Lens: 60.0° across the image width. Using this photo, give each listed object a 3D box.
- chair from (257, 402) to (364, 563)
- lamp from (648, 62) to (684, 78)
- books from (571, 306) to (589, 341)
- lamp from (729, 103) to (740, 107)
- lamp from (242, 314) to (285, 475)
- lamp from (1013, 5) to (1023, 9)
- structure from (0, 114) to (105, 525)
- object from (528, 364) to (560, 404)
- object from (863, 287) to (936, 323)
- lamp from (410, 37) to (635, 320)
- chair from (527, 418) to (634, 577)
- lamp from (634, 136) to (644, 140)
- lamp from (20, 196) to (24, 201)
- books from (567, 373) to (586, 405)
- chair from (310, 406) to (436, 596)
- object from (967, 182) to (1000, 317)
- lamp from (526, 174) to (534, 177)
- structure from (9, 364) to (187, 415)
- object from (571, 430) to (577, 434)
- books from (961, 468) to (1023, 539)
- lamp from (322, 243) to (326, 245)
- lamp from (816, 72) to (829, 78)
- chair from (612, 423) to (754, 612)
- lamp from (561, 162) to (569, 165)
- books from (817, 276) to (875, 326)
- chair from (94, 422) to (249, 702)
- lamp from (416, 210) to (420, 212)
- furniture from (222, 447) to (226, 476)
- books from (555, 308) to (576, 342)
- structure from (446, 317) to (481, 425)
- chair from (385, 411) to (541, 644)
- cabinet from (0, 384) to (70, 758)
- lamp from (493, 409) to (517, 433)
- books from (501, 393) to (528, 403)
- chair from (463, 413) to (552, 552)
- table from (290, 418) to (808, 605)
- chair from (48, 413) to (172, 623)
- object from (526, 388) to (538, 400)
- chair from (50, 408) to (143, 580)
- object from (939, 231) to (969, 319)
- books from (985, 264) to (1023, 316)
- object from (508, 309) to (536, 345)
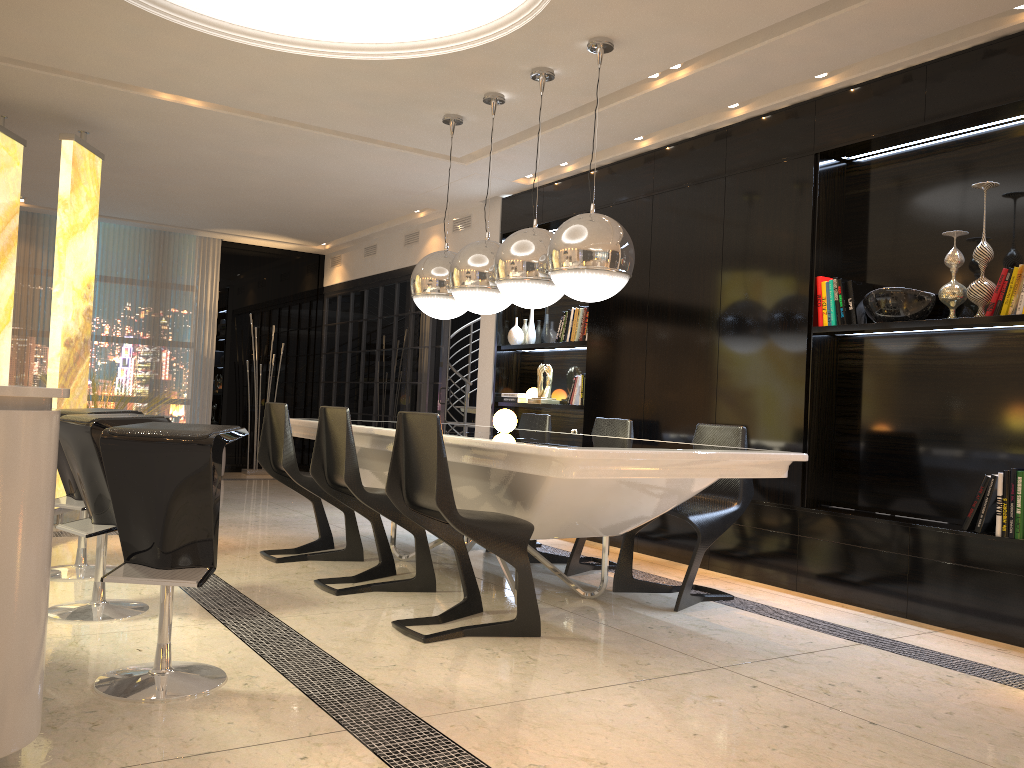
[{"bbox_3d":[-1.128,0.543,4.988,0.496,0.858,0.523,4,-2,-33],"label":"chair"},{"bbox_3d":[0.781,-1.675,4.585,0.107,0.127,0.271,4,-2,-33],"label":"lamp"},{"bbox_3d":[0.579,-0.433,6.464,0.212,0.261,0.252,4,-2,-33],"label":"books"},{"bbox_3d":[1.252,-1.640,5.039,0.107,0.127,0.107,2,-2,38],"label":"lamp"},{"bbox_3d":[-2.838,0.123,10.066,0.418,1.801,0.200,4,-2,-33],"label":"lamp"},{"bbox_3d":[2.123,-1.634,3.696,0.107,0.127,0.107,2,-2,38],"label":"lamp"},{"bbox_3d":[-3.636,-0.421,5.242,2.180,2.555,0.448,4,-2,-33],"label":"structure"},{"bbox_3d":[0.250,0.001,6.839,0.177,0.311,0.177,4,-2,-33],"label":"object"},{"bbox_3d":[1.900,-0.377,4.365,0.193,0.177,0.375,4,-2,-32],"label":"object"},{"bbox_3d":[0.000,-0.996,4.737,0.408,1.226,1.827,4,-2,-33],"label":"lamp"},{"bbox_3d":[0.387,0.619,5.084,0.496,0.858,0.523,4,-2,-33],"label":"chair"},{"bbox_3d":[0.809,-1.643,5.722,0.107,0.127,0.107,2,-2,38],"label":"lamp"},{"bbox_3d":[-4.750,-1.835,8.592,0.107,0.127,0.107,3,-2,-14],"label":"lamp"},{"bbox_3d":[0.548,0.043,6.460,0.182,0.232,0.284,4,-2,-30],"label":"books"},{"bbox_3d":[-0.666,0.546,4.276,0.496,0.858,0.523,4,-2,-33],"label":"chair"},{"bbox_3d":[2.137,-0.598,4.020,0.121,0.612,0.121,4,-2,-38],"label":"object"},{"bbox_3d":[0.123,-1.648,6.781,0.107,0.127,0.107,2,-2,38],"label":"lamp"},{"bbox_3d":[-4.022,0.357,8.630,1.282,1.142,1.275,2,-2,13],"label":"structure"},{"bbox_3d":[0.492,0.492,6.535,0.092,0.310,0.193,3,-2,-9],"label":"object"},{"bbox_3d":[2.176,0.511,3.856,0.222,0.296,0.345,4,-2,-33],"label":"books"},{"bbox_3d":[-2.182,-1.668,10.204,0.107,0.127,0.107,2,-2,38],"label":"lamp"},{"bbox_3d":[1.576,-1.638,4.539,0.107,0.127,0.107,2,-2,38],"label":"lamp"},{"bbox_3d":[0.849,0.622,4.372,0.496,0.858,0.523,4,-2,-33],"label":"chair"},{"bbox_3d":[0.367,-1.646,6.404,0.107,0.127,0.107,2,-2,38],"label":"lamp"},{"bbox_3d":[1.747,-0.427,4.637,0.210,0.270,0.236,4,-2,-33],"label":"books"},{"bbox_3d":[-1.057,0.520,2.735,0.380,0.789,0.380,3,-2,0],"label":"chair"},{"bbox_3d":[-0.893,-1.659,8.216,0.107,0.127,0.107,2,-2,38],"label":"lamp"},{"bbox_3d":[-3.422,0.799,9.400,0.735,0.357,0.735,2,-2,29],"label":"furniture"},{"bbox_3d":[0.465,-0.430,6.640,0.207,0.256,0.245,4,-2,-34],"label":"books"},{"bbox_3d":[-0.222,-0.915,10.202,1.964,4.134,3.425,4,-2,-33],"label":"structure"},{"bbox_3d":[-0.194,0.549,3.548,0.496,0.858,0.523,4,-2,-33],"label":"chair"},{"bbox_3d":[-2.361,0.418,3.095,1.046,0.887,3.752,4,-2,-33],"label":"cabinet"},{"bbox_3d":[-0.036,0.191,4.578,0.125,0.125,0.125,2,-2,18],"label":"lamp"},{"bbox_3d":[0.069,0.117,7.175,0.209,0.073,0.266,4,-2,-30],"label":"books"},{"bbox_3d":[-0.052,0.616,5.761,0.496,0.858,0.523,4,-2,-33],"label":"chair"},{"bbox_3d":[-0.114,0.631,4.641,1.293,0.759,3.031,4,-2,-33],"label":"table"},{"bbox_3d":[-1.636,0.514,3.555,0.380,0.789,0.380,1,-2,40],"label":"chair"},{"bbox_3d":[0.171,0.091,6.987,0.125,0.125,0.125,3,-2,7],"label":"object"},{"bbox_3d":[-2.056,0.513,4.276,0.380,0.789,0.380,2,-2,25],"label":"chair"},{"bbox_3d":[2.072,-0.500,4.159,0.121,0.416,0.121,4,-2,-38],"label":"object"},{"bbox_3d":[2.248,-0.408,3.863,0.189,0.238,0.290,4,-2,-34],"label":"books"},{"bbox_3d":[0.077,-0.504,7.173,0.210,0.395,0.180,4,-2,-30],"label":"object"}]
